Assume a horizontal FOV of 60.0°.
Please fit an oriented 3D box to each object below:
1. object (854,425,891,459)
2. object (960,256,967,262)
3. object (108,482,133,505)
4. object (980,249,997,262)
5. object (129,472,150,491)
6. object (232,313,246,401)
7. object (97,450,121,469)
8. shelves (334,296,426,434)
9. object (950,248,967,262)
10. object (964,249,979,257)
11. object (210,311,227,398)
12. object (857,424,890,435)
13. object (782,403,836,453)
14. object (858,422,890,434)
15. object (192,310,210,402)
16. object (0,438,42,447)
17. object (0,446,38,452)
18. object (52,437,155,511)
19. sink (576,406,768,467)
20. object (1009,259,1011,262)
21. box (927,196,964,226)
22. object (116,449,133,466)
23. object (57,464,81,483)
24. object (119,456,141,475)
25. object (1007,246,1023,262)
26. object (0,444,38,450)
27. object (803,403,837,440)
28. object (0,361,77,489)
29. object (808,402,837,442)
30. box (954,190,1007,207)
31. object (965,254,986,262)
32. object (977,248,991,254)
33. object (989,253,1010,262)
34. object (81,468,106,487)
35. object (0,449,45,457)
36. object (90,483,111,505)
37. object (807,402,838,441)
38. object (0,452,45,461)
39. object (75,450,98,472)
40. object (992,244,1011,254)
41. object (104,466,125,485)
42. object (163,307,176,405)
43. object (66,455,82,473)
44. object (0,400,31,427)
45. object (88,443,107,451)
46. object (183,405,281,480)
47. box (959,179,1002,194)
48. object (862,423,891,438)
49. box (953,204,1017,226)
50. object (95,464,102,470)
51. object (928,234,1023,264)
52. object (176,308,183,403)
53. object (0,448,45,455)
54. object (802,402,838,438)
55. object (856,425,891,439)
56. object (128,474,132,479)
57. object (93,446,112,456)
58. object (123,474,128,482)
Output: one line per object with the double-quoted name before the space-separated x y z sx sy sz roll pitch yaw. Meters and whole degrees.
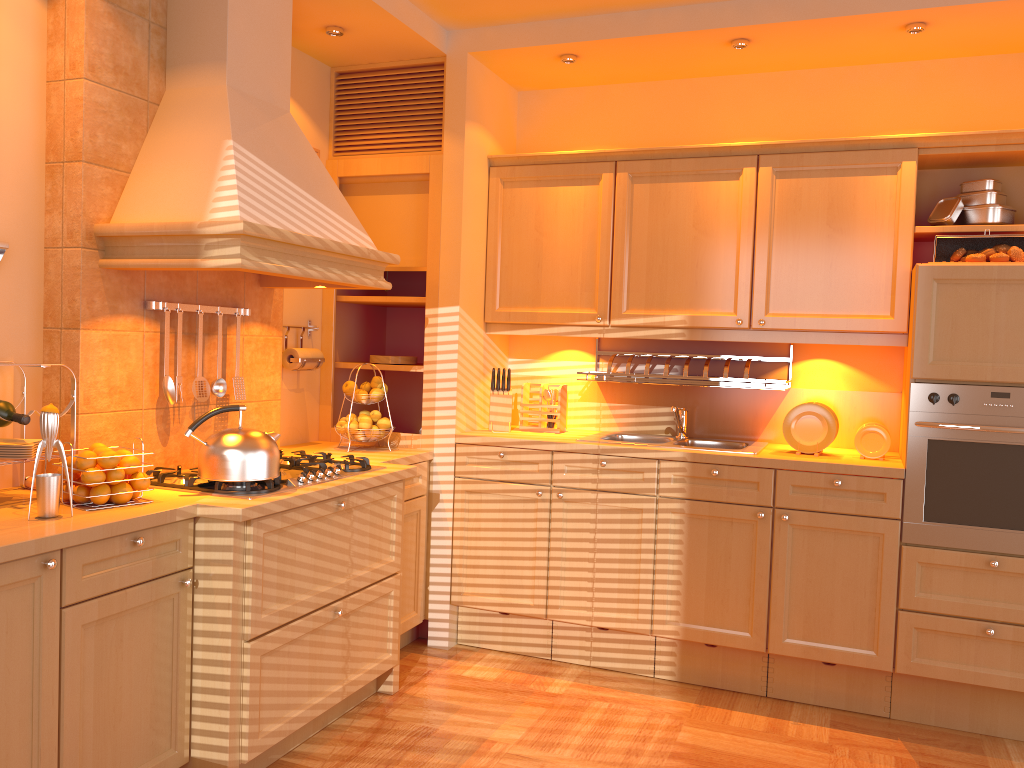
"object" 1.412 0.226 3.473 0.133 0.129 0.037 3 3 22
"object" 1.702 -0.462 3.300 0.068 0.035 0.067 1 3 -28
"object" -1.083 0.300 2.444 0.074 0.063 0.064 2 2 2
"object" 1.749 -0.469 3.259 0.065 0.056 0.056 2 2 6
"object" -1.042 0.273 2.482 0.052 0.054 0.061 0 3 -41
"object" -1.006 -0.101 3.276 0.020 0.323 0.061 3 3 21
"object" -1.093 0.205 2.403 0.053 0.051 0.063 3 3 29
"shelves" -0.498 -0.055 4.296 0.600 0.702 0.582 3 3 21
"object" 1.671 -0.477 3.322 0.055 0.064 0.069 3 3 26
"object" 1.733 -0.476 3.343 0.069 0.061 0.037 2 2 5
"object" -1.061 -0.106 3.185 0.037 0.309 0.077 3 3 21
"object" 1.444 0.224 3.549 0.133 0.129 0.037 3 3 22
"object" 1.192 0.177 3.560 0.205 0.200 0.049 3 3 23
"object" 1.476 0.222 3.625 0.133 0.129 0.037 3 3 24
"object" -1.081 -0.097 3.090 0.017 0.320 0.090 3 3 21
"object" -1.384 0.165 2.440 0.172 0.011 0.163 2 3 -9
"object" -1.385 0.178 2.440 0.172 0.011 0.163 2 3 -9
"object" -1.134 0.241 2.462 0.189 0.174 0.207 4 3 36
"sink" 0.697 0.260 3.820 0.746 0.336 0.465 3 3 21
"object" 1.809 -0.455 3.236 0.065 0.036 0.062 3 3 25
"box" 1.710 -0.675 3.494 0.117 0.129 0.098 0 3 -32
"object" -1.103 0.212 2.516 0.063 0.053 0.051 2 2 -6
"object" -1.220 0.244 2.442 0.060 0.055 0.053 3 3 25
"object" -1.066 0.227 2.473 0.053 0.052 0.061 2 2 -5
"object" 1.819 -0.464 3.196 0.066 0.064 0.045 1 3 -17
"object" -1.384 0.171 2.440 0.172 0.011 0.163 2 3 -9
"object" 1.204 0.176 3.585 0.205 0.200 0.049 3 3 23
"object" -1.436 0.133 2.334 0.221 0.379 0.572 3 3 21
"object" 1.216 0.175 3.611 0.205 0.200 0.049 3 3 23
"box" 1.855 -0.721 3.517 0.124 0.066 0.177 0 3 -32
"object" 1.692 -0.458 3.235 0.066 0.034 0.069 4 3 40
"object" 1.770 -0.474 3.305 0.066 0.063 0.061 3 3 29
"object" 1.760 -0.456 3.202 0.065 0.036 0.062 4 3 34
"object" -1.119 0.249 2.371 0.053 0.051 0.063 4 3 40
"object" -1.385 0.191 2.441 0.172 0.011 0.163 2 3 -9
"object" -1.109 0.296 2.389 0.052 0.057 0.060 1 3 -17
"object" 1.227 0.175 3.636 0.205 0.200 0.049 3 3 23
"object" -1.385 0.198 2.441 0.172 0.011 0.163 2 3 -9
"object" -1.142 0.208 2.384 0.057 0.060 0.052 1 3 -30
"object" 1.803 -0.493 3.256 0.061 0.047 0.063 1 3 -20
"object" -1.089 0.249 2.425 0.062 0.053 0.052 4 3 43
"object" -1.134 -0.091 2.940 0.028 0.323 0.055 3 3 21
"object" -1.186 0.218 2.416 0.063 0.051 0.053 3 3 27
"object" -1.405 0.066 2.383 0.282 0.095 0.076 3 3 21
"object" -1.170 0.196 2.515 0.059 0.060 0.050 1 3 -19
"object" -0.840 0.171 2.731 0.242 0.215 0.251 2 2 9
"box" 1.857 -0.776 3.515 0.098 0.052 0.140 0 3 -32
"object" 1.454 0.223 3.574 0.133 0.129 0.037 3 3 22
"box" 1.852 -0.652 3.520 0.169 0.090 0.242 0 3 -32
"object" -1.145 0.244 2.422 0.051 0.053 0.064 1 3 -16
"object" 1.756 -0.490 3.285 0.400 0.123 0.280 3 3 22
"object" -1.123 -0.095 2.998 0.006 0.319 0.028 3 3 21
"object" -1.385 0.184 2.441 0.172 0.011 0.163 2 3 -9
"object" 1.239 0.174 3.662 0.205 0.200 0.049 3 3 23
"object" 1.422 0.226 3.498 0.133 0.129 0.037 3 3 22
"object" -1.100 0.262 2.520 0.051 0.055 0.061 0 3 -39
"object" -1.129 0.199 2.450 0.063 0.053 0.051 1 3 -17
"object" -1.110 0.259 2.491 0.062 0.053 0.051 2 3 -10
